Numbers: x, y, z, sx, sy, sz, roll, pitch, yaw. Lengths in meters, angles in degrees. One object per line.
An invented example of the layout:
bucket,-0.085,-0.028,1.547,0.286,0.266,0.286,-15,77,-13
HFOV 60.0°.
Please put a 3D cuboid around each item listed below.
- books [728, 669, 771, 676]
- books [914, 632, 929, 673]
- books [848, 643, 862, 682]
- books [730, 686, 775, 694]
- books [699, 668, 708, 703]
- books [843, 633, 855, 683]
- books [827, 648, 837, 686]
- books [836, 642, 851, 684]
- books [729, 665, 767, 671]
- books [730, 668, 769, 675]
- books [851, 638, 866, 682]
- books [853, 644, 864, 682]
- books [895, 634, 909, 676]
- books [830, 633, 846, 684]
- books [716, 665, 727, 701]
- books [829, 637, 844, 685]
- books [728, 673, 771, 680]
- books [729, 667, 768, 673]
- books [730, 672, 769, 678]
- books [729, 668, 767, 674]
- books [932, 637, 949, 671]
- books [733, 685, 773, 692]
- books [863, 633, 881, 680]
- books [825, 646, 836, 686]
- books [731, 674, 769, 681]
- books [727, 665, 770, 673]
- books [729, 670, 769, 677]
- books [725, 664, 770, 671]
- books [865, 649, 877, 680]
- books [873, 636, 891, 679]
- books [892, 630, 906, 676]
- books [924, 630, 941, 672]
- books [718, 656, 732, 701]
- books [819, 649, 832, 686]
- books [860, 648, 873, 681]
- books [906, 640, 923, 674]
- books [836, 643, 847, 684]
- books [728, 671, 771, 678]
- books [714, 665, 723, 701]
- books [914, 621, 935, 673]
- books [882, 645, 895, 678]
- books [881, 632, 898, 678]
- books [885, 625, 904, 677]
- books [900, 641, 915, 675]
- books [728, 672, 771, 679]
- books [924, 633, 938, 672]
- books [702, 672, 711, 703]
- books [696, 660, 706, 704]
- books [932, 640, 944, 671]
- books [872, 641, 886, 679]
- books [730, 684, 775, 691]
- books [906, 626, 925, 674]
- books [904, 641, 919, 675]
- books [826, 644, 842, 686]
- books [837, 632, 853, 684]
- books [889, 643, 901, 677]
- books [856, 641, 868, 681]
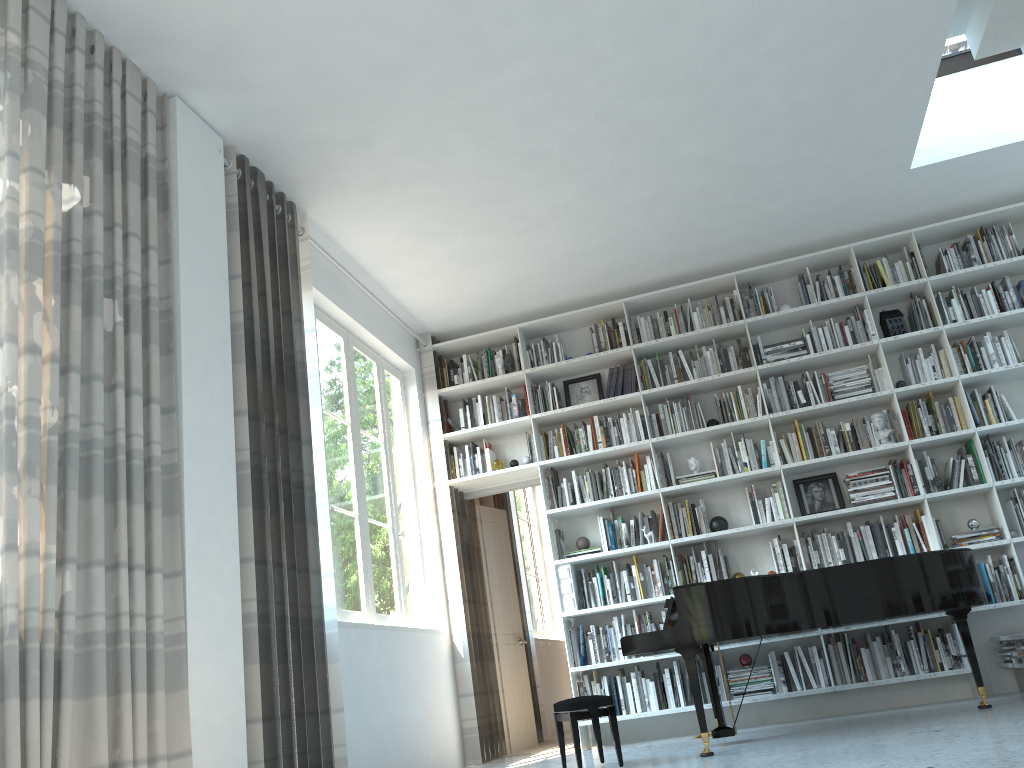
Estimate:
books,1.598,1.943,5.976,0.285,0.005,0.160,-12,-20,10
books,2.634,1.729,5.707,0.044,0.250,0.187,-13,-19,12
books,2.250,1.829,5.825,0.022,0.246,0.144,-13,-19,12
books,1.613,2.046,5.936,0.285,0.007,0.160,-15,-20,17
books,1.310,2.051,6.040,0.012,0.230,0.138,-13,-19,12
books,2.216,1.802,5.832,0.034,0.310,0.170,-13,-19,12
books,2.108,1.867,5.859,0.010,0.237,0.134,-13,-19,12
books,2.183,1.836,5.842,0.025,0.262,0.145,-13,-19,12
books,1.596,1.919,5.989,0.254,0.005,0.161,-13,-20,13
books,1.597,1.937,5.974,0.254,0.005,0.161,-11,-19,8
books,2.276,1.810,5.824,0.012,0.275,0.155,-13,-19,12
books,2.266,1.828,5.817,0.012,0.238,0.129,-13,-19,12
books,2.522,1.759,5.761,0.024,0.261,0.132,-13,-19,12
books,2.149,1.806,5.858,0.014,0.339,0.140,-13,-19,12
books,1.423,2.026,6.008,0.027,0.226,0.140,-13,-19,12
books,2.134,1.822,5.839,0.014,0.299,0.185,-13,-19,12
books,1.601,1.970,5.972,0.285,0.005,0.160,-13,-20,13
books,1.598,1.930,5.987,0.254,0.005,0.161,-13,-20,12
books,1.600,1.961,5.977,0.254,0.005,0.161,-13,-20,12
books,1.599,1.935,5.985,0.254,0.005,0.161,-13,-20,12
books,2.744,1.731,5.687,0.022,0.204,0.191,-13,-19,12
books,1.613,2.040,5.940,0.254,0.007,0.161,-11,-19,9
books,2.357,1.781,5.803,0.026,0.293,0.155,-13,-19,12
books,2.096,1.861,5.861,0.012,0.253,0.161,-13,-19,12
books,1.601,1.975,5.970,0.254,0.005,0.161,-12,-20,12
books,1.597,1.925,5.989,0.285,0.005,0.160,-13,-20,12
books,1.599,1.948,5.972,0.254,0.005,0.161,-14,-20,16
books,1.593,1.911,5.982,0.285,0.005,0.160,-15,-20,17
books,2.341,1.835,5.804,0.030,0.196,0.143,-13,-19,12
books,2.415,1.784,5.787,0.028,0.260,0.133,-13,-19,12
books,2.498,1.746,5.754,0.014,0.287,0.185,-13,-19,12
books,2.702,1.715,5.705,0.011,0.257,0.172,-13,-19,12
books,1.445,1.994,6.012,0.027,0.281,0.129,-13,-19,12
books,2.075,1.876,5.871,0.021,0.236,0.116,-13,-19,12
books,2.304,1.828,5.784,0.028,0.205,0.175,-13,-19,12
books,2.594,1.761,5.719,0.029,0.209,0.171,-13,-19,12
books,2.169,1.845,5.854,0.010,0.258,0.131,-13,-19,12
books,1.596,1.953,5.971,0.285,0.005,0.160,-11,-19,9
books,1.397,2.026,6.006,0.023,0.231,0.164,-13,-19,12
books,2.658,1.693,5.715,0.013,0.316,0.187,-13,-19,12
books,2.443,1.805,5.770,0.024,0.203,0.145,-13,-19,12
books,2.452,1.759,5.768,0.013,0.284,0.185,-13,-19,12
books,2.481,1.727,5.764,0.014,0.334,0.183,-13,-19,12
books,2.558,1.778,5.754,0.040,0.211,0.129,-13,-19,12
books,1.600,1.965,5.974,0.285,0.005,0.160,-12,-20,12
books,2.689,1.732,5.720,0.028,0.238,0.140,-13,-19,12
books,1.329,2.061,6.027,0.025,0.197,0.160,-13,-19,12
books,1.294,2.028,6.048,0.012,0.284,0.160,-13,-19,12
books,2.726,1.745,5.700,0.024,0.190,0.155,-13,-19,12
books,2.389,1.803,5.790,0.030,0.234,0.138,-13,-19,12
books,1.613,2.034,5.947,0.285,0.007,0.160,-13,-20,14
books,2.607,1.719,5.729,0.011,0.291,0.184,-13,-19,12
books,2.574,1.766,5.718,0.010,0.205,0.180,-13,-19,12
books,2.118,1.847,5.836,0.026,0.255,0.184,-13,-19,12
books,2.192,1.795,5.840,0.012,0.336,0.144,-13,-19,12
books,2.475,1.790,5.756,0.022,0.212,0.167,-13,-19,12
books,2.289,1.817,5.819,0.012,0.254,0.151,-13,-19,12
